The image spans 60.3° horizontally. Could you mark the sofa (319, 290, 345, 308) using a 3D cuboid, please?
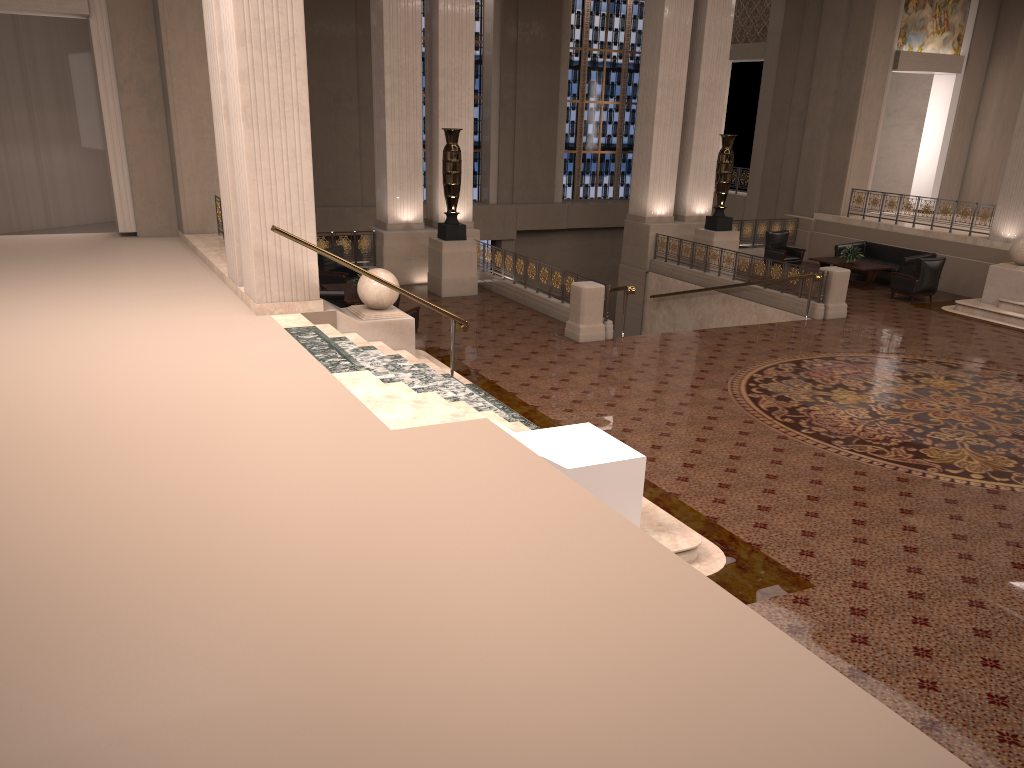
[{"bbox_3d":[-3.210,-1.273,13.396,0.869,0.736,1.862,-8,20,-26],"label":"sofa"}]

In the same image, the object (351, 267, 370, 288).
[{"bbox_3d":[-2.236,-1.608,13.618,0.501,0.392,0.505,4,19,5],"label":"object"}]

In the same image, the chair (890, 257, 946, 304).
[{"bbox_3d":[7.629,-1.993,16.622,0.643,0.879,0.694,-8,23,-25],"label":"chair"}]

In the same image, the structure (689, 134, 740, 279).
[{"bbox_3d":[4.264,-3.614,18.064,0.695,2.903,0.677,-9,24,-25],"label":"structure"}]

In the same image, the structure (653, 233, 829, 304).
[{"bbox_3d":[4.155,-2.284,16.833,0.079,0.559,4.784,-10,21,-26],"label":"structure"}]

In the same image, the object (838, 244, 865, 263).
[{"bbox_3d":[6.927,-2.671,17.994,0.501,0.392,0.505,4,19,5],"label":"object"}]

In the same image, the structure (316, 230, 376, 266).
[{"bbox_3d":[-3.713,-2.430,16.085,2.519,0.681,0.031,-7,24,-25],"label":"structure"}]

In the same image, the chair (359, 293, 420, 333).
[{"bbox_3d":[-1.731,-0.989,12.415,0.643,0.879,0.695,10,22,22],"label":"chair"}]

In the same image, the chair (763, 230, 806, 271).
[{"bbox_3d":[5.971,-2.909,19.376,0.641,0.879,0.696,-11,24,-30],"label":"chair"}]

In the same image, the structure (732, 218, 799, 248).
[{"bbox_3d":[5.647,-3.483,20.449,2.519,0.681,0.031,-7,24,-25],"label":"structure"}]

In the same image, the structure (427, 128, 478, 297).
[{"bbox_3d":[-1.049,-3.017,15.587,0.695,2.903,0.677,-9,24,-25],"label":"structure"}]

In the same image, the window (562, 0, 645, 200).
[{"bbox_3d":[2.592,-8.100,25.338,2.968,5.580,0.067,-8,24,-24],"label":"window"}]

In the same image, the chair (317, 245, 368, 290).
[{"bbox_3d":[-2.930,-1.907,15.221,0.710,0.879,0.629,12,23,26],"label":"chair"}]

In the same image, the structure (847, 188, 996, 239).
[{"bbox_3d":[8.481,-3.616,18.489,0.032,0.650,3.579,-9,21,-26],"label":"structure"}]

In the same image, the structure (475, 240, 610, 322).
[{"bbox_3d":[0.362,-1.857,15.064,0.079,0.559,4.781,-9,20,-25],"label":"structure"}]

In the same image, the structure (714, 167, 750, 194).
[{"bbox_3d":[5.752,-5.529,23.777,0.031,0.695,2.088,-9,21,-26],"label":"structure"}]

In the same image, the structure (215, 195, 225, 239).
[{"bbox_3d":[-3.938,-2.219,12.698,0.032,0.650,3.579,-9,21,-26],"label":"structure"}]

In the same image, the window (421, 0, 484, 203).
[{"bbox_3d":[-2.139,-7.568,23.132,2.968,5.580,0.067,-8,24,-24],"label":"window"}]

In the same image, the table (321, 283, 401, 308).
[{"bbox_3d":[-2.389,-1.236,13.830,0.833,0.453,1.429,-7,20,-26],"label":"table"}]

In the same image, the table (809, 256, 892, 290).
[{"bbox_3d":[6.922,-2.283,18.172,0.833,0.453,1.429,-7,20,-26],"label":"table"}]

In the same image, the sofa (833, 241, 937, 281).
[{"bbox_3d":[7.747,-2.506,18.506,0.869,0.736,1.862,-8,20,-26],"label":"sofa"}]

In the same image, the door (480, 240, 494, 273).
[{"bbox_3d":[-1.199,-2.763,25.107,1.482,2.837,0.150,-8,24,-24],"label":"door"}]
